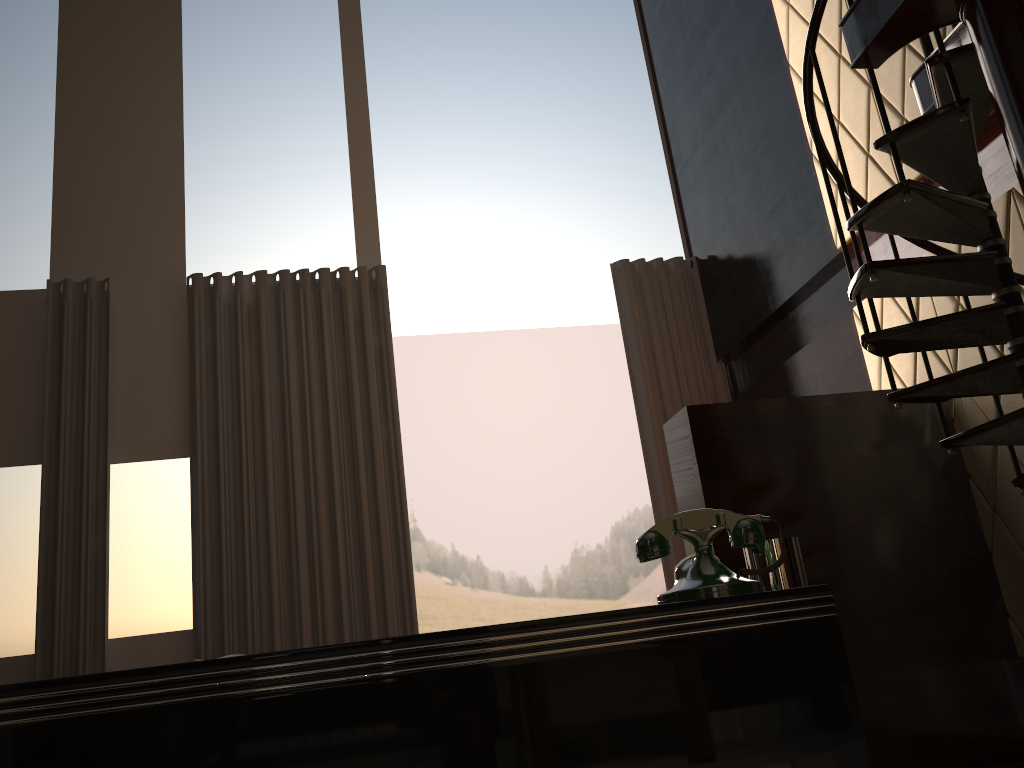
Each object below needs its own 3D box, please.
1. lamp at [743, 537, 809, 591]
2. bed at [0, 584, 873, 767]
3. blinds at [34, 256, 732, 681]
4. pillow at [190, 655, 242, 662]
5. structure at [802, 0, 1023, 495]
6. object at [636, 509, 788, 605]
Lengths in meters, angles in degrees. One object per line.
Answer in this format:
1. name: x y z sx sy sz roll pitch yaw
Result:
1. lamp: 0.477 0.459 1.499 0.106 0.385 0.109 -6 -17 -4
2. bed: -0.496 1.008 2.044 1.985 0.660 2.381 -4 -18 -11
3. blinds: -0.523 0.780 5.730 4.683 3.403 0.108 -4 -18 -11
4. pillow: -0.446 0.668 1.623 1.322 0.320 0.685 -4 -18 -10
5. structure: -0.553 -0.636 1.050 6.107 3.189 3.750 -4 -18 -11
6. object: 0.284 0.244 1.274 0.178 0.131 0.158 -22 -22 39
